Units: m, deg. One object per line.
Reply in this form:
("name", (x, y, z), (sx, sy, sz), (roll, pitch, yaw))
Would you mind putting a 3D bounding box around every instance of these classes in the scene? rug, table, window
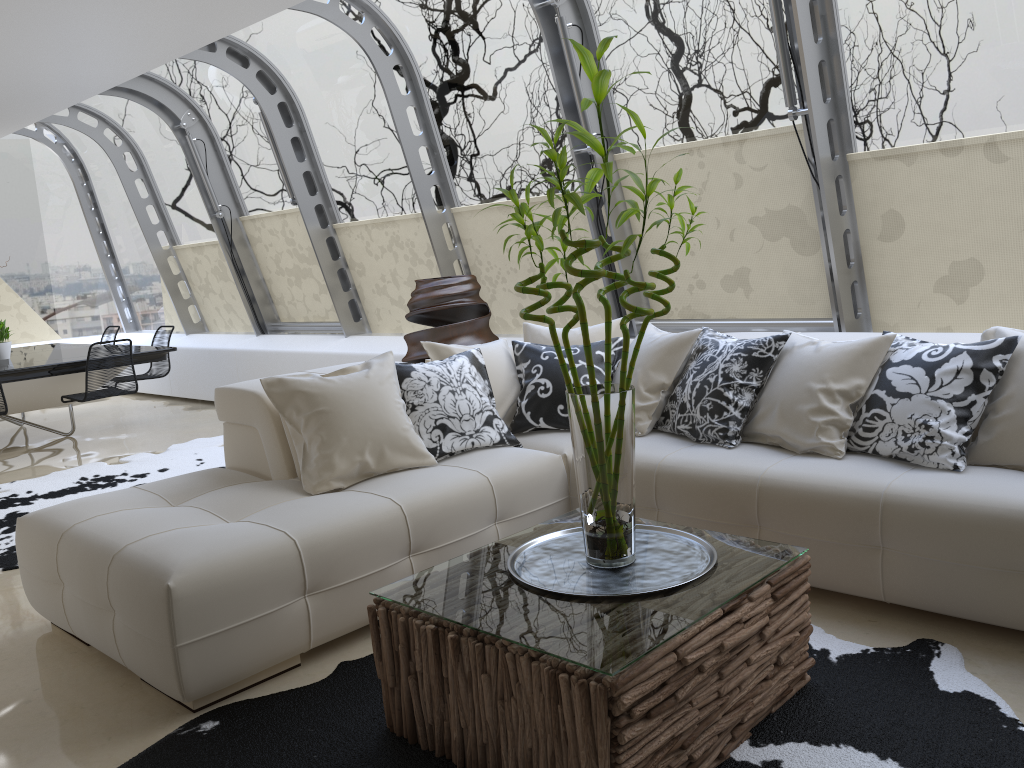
("rug", (-2.609, 0.736, 5.657), (2.705, 0.008, 3.220), (3, 11, 44))
("rug", (0.148, 0.974, 2.552), (2.740, 0.008, 2.739), (0, 9, 30))
("table", (-4.889, 0.170, 8.149), (3.031, 0.759, 2.494), (4, 11, 44))
("window", (-6.255, -0.002, 2.685), (16.693, 3.674, 16.171), (-11, 11, -39))
("table", (0.250, 0.749, 2.604), (0.923, 0.448, 1.007), (4, 11, 44))

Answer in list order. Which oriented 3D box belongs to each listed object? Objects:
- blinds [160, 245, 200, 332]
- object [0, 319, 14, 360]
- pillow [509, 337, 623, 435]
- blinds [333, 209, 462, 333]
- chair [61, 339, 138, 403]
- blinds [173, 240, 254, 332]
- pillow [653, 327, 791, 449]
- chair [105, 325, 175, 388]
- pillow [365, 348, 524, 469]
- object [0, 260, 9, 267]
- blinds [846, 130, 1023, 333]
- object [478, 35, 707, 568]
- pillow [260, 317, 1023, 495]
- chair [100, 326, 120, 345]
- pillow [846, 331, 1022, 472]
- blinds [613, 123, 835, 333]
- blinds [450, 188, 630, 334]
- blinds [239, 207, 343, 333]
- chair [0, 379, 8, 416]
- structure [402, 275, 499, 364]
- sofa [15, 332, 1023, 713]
("blinds", (-4.233, -0.611, 11.019), (1.829, 2.118, 0.663), (4, 11, 44))
("object", (-4.747, -0.449, 8.057), (0.417, 0.476, 0.238), (-7, 9, -18))
("pillow", (0.270, 0.026, 4.370), (0.599, 0.483, 0.405), (-3, 8, 13))
("blinds", (-0.916, -0.896, 7.517), (1.430, 1.027, 0.329), (4, 11, 44))
("chair", (-3.422, -0.108, 7.358), (0.688, 0.519, 0.446), (4, 11, 44))
("blinds", (-3.141, -1.032, 9.641), (1.430, 1.027, 0.329), (4, 11, 44))
("pillow", (0.904, 0.007, 3.953), (0.382, 0.467, 0.608), (-8, 9, -26))
("chair", (-3.628, -0.272, 8.594), (0.446, 0.519, 0.688), (4, 11, 44))
("pillow", (-0.305, 0.105, 4.055), (0.604, 0.471, 0.394), (-9, 9, -30))
("object", (-5.130, -0.943, 7.887), (1.135, 1.549, 1.031), (2, 10, 36))
("blinds", (2.417, -0.692, 4.337), (1.430, 1.027, 0.329), (4, 11, 44))
("object", (0.247, -0.243, 2.570), (0.673, 1.546, 0.584), (-5, 8, -7))
("pillow", (0.736, 0.012, 3.924), (3.322, 0.530, 1.656), (-2, 8, 14))
("chair", (-4.550, -0.328, 9.474), (0.446, 0.519, 0.688), (4, 11, 44))
("pillow", (1.537, 0.053, 3.350), (0.383, 0.463, 0.606), (-9, 9, -27))
("blinds", (1.275, -0.849, 5.367), (1.376, 1.214, 0.387), (4, 11, 44))
("blinds", (0.197, -0.828, 6.455), (1.430, 1.027, 0.329), (4, 11, 44))
("blinds", (-2.054, -1.052, 8.543), (1.376, 1.214, 0.387), (4, 11, 44))
("chair", (-4.108, 0.047, 6.649), (0.688, 0.519, 0.446), (4, 11, 44))
("structure", (-0.410, -0.104, 6.086), (0.674, 1.258, 0.672), (-1, 9, 21))
("sofa", (0.584, 0.400, 3.294), (4.169, 0.866, 3.257), (3, 11, 44))
